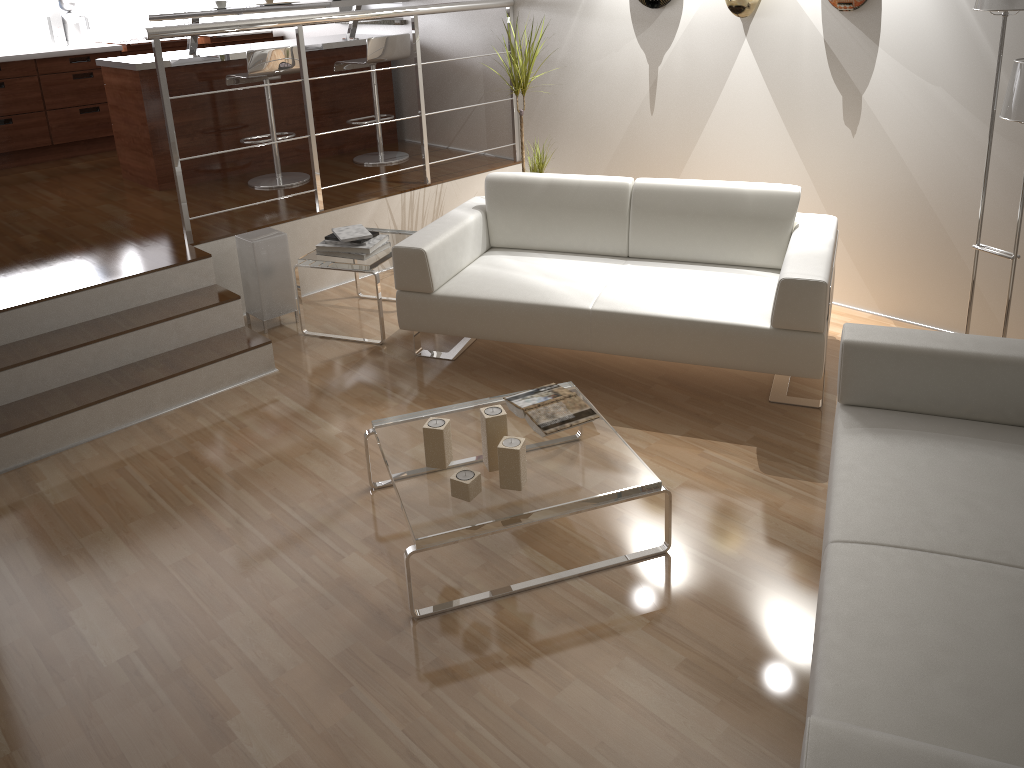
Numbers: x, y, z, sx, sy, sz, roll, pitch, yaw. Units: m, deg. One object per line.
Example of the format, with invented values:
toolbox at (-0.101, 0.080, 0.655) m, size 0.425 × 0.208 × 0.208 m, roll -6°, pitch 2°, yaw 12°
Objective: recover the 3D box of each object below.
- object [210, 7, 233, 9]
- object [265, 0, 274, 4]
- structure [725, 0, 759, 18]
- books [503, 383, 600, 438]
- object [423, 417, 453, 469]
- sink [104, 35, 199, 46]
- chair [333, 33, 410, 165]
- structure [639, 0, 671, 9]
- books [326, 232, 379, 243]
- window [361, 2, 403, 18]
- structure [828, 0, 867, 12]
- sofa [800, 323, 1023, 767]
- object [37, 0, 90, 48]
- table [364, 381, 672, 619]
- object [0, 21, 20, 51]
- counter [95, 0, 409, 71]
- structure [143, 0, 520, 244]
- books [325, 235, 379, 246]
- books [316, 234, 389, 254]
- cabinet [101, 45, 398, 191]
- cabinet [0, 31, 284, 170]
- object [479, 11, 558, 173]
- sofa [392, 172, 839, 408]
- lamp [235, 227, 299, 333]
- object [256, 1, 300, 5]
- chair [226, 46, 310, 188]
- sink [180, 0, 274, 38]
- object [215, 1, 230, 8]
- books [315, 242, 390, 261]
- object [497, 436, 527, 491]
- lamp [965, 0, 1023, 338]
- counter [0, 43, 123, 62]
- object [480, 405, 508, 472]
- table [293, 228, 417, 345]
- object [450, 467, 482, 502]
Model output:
object at (-1.812, -2.327, 5.427) m, size 0.133 × 0.008 × 0.144 m, roll -22°, pitch 32°, yaw -35°
object at (-1.583, -2.512, 5.736) m, size 0.144 × 0.039 × 0.133 m, roll -23°, pitch 32°, yaw -36°
structure at (1.106, -1.953, 4.275) m, size 0.133 × 0.313 × 0.249 m, roll -19°, pitch 26°, yaw -38°
books at (0.127, 0.080, 2.929) m, size 0.206 × 0.053 × 0.304 m, roll -15°, pitch 28°, yaw -24°
object at (-0.226, 0.174, 2.667) m, size 0.067 × 0.143 × 0.070 m, roll 3°, pitch 21°, yaw 17°
sink at (-2.986, -2.778, 7.246) m, size 0.617 × 0.190 × 0.616 m, roll -24°, pitch 32°, yaw -38°
chair at (-0.922, -1.950, 5.977) m, size 0.434 × 0.806 × 0.399 m, roll 15°, pitch 27°, yaw 40°
structure at (0.743, -2.162, 4.669) m, size 0.071 × 0.300 × 0.325 m, roll -19°, pitch 27°, yaw -38°
books at (-0.780, -0.723, 4.270) m, size 0.218 × 0.014 × 0.159 m, roll 10°, pitch 28°, yaw 25°
window at (-0.996, -3.407, 6.593) m, size 0.146 × 1.204 × 0.864 m, roll -18°, pitch 26°, yaw -38°
structure at (1.490, -1.841, 3.909) m, size 0.077 × 0.337 × 0.271 m, roll -19°, pitch 26°, yaw -38°
sofa at (1.148, 0.430, 1.890) m, size 0.910 × 0.702 × 1.871 m, roll 6°, pitch 26°, yaw 20°
object at (-3.517, -2.878, 6.915) m, size 0.339 × 0.385 × 0.167 m, roll -22°, pitch 27°, yaw -39°
table at (-0.015, 0.316, 2.789) m, size 0.800 × 0.237 × 0.734 m, roll -10°, pitch 26°, yaw -16°
object at (-3.934, -2.635, 6.627) m, size 0.380 × 0.228 × 0.160 m, roll -23°, pitch 29°, yaw -39°
counter at (-1.670, -2.459, 6.049) m, size 2.163 × 0.303 × 0.860 m, roll -25°, pitch 33°, yaw -38°
structure at (-0.826, -1.567, 4.942) m, size 2.391 × 0.999 × 0.058 m, roll -25°, pitch 28°, yaw -39°
books at (-0.779, -0.710, 4.275) m, size 0.217 × 0.014 × 0.159 m, roll 5°, pitch 27°, yaw 16°
books at (-0.778, -0.691, 4.281) m, size 0.288 × 0.026 × 0.239 m, roll 5°, pitch 26°, yaw 16°
cabinet at (-1.775, -1.959, 6.190) m, size 1.901 × 0.713 × 0.649 m, roll -24°, pitch 30°, yaw -39°
cabinet at (-3.473, -2.232, 6.883) m, size 3.604 × 0.759 × 0.697 m, roll -25°, pitch 31°, yaw -39°
object at (0.060, -1.375, 4.979) m, size 0.510 × 1.401 × 0.455 m, roll -14°, pitch 22°, yaw -28°
sofa at (0.473, -0.486, 3.876) m, size 1.791 × 0.703 × 0.950 m, roll 7°, pitch 25°, yaw 21°
lamp at (-1.238, -0.530, 4.434) m, size 0.197 × 0.457 × 0.203 m, roll -20°, pitch 26°, yaw -39°
object at (-1.543, -2.514, 5.789) m, size 0.317 × 0.010 × 0.224 m, roll -23°, pitch 32°, yaw -36°
chair at (-1.499, -1.677, 5.465) m, size 0.397 × 0.806 × 0.437 m, roll -18°, pitch 25°, yaw -35°
sink at (-2.518, -3.174, 7.612) m, size 0.691 × 0.550 × 0.616 m, roll -22°, pitch 29°, yaw -38°
object at (-1.798, -2.351, 5.427) m, size 0.079 × 0.043 × 0.071 m, roll -2°, pitch 24°, yaw 2°
books at (-0.777, -0.667, 4.289) m, size 0.290 × 0.026 × 0.237 m, roll 10°, pitch 28°, yaw 25°
object at (0.001, 0.224, 2.539) m, size 0.067 × 0.144 × 0.070 m, roll 3°, pitch 21°, yaw 17°
lamp at (1.781, -0.700, 3.173) m, size 0.211 × 1.588 × 0.379 m, roll -10°, pitch 20°, yaw -20°
counter at (-4.000, -2.335, 6.317) m, size 2.163 × 0.038 × 0.698 m, roll -25°, pitch 33°, yaw -38°
object at (-0.052, 0.157, 2.635) m, size 0.067 × 0.187 × 0.070 m, roll -9°, pitch 20°, yaw -16°
table at (-0.736, -0.515, 4.438) m, size 0.466 × 0.380 × 0.577 m, roll 6°, pitch 25°, yaw 21°
object at (-0.132, 0.283, 2.515) m, size 0.068 × 0.070 × 0.070 m, roll 11°, pitch 26°, yaw 30°
